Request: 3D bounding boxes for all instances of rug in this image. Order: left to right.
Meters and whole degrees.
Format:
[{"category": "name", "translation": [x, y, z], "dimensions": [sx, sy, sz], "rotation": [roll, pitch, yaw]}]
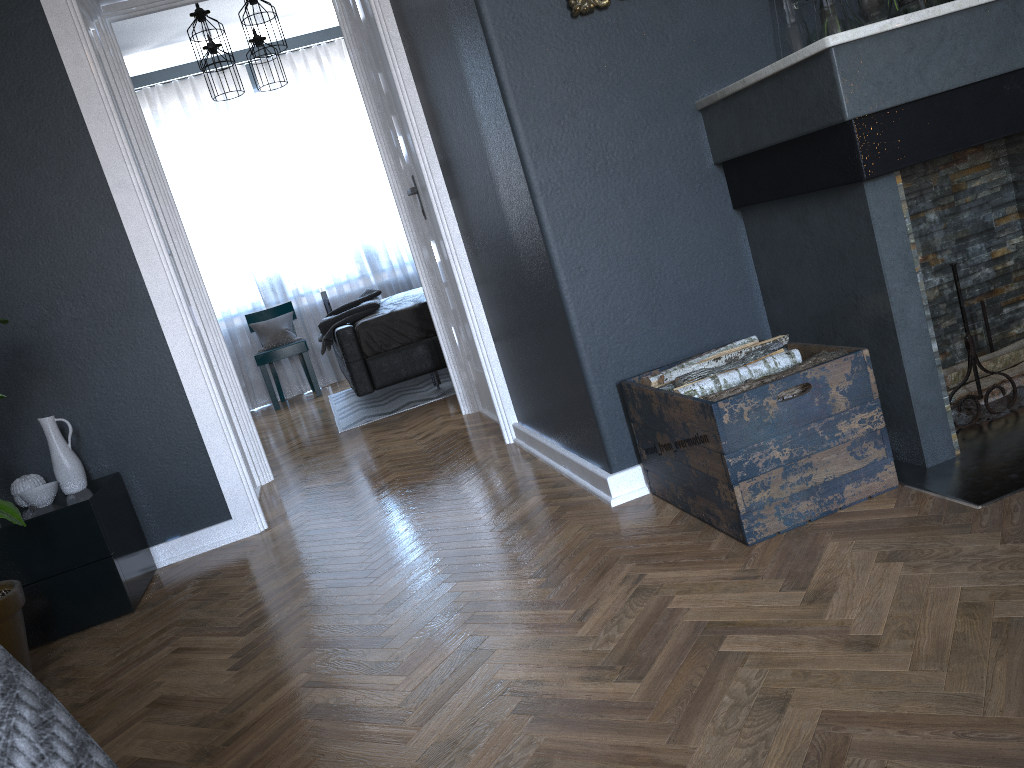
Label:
[{"category": "rug", "translation": [-0.549, -0.039, 6.187], "dimensions": [1.457, 0.013, 2.042], "rotation": [-19, 9, -11]}]

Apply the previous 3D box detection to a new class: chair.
[{"category": "chair", "translation": [-0.220, 0.433, 0.130], "dimensions": [0.643, 0.813, 0.495], "rotation": [-23, 11, -32]}, {"category": "chair", "translation": [-1.904, -0.249, 7.379], "dimensions": [0.435, 0.800, 0.591], "rotation": [-19, 10, -11]}]

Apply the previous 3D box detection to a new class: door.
[{"category": "door", "translation": [-1.446, -0.501, 3.615], "dimensions": [0.161, 2.192, 0.855], "rotation": [-19, 10, -11]}, {"category": "door", "translation": [-0.345, -0.873, 3.838], "dimensions": [0.161, 2.192, 0.855], "rotation": [-19, 10, -11]}]

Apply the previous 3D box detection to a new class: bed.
[{"category": "bed", "translation": [-0.246, -0.752, 6.216], "dimensions": [2.373, 1.165, 2.262], "rotation": [-19, 9, -11]}]

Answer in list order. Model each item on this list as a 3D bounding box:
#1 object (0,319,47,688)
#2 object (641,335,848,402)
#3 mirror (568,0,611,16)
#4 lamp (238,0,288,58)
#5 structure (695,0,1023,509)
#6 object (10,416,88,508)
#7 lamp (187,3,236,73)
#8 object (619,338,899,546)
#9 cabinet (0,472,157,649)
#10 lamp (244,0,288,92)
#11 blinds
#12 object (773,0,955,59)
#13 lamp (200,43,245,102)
[{"category": "object", "translation": [-1.692, -0.005, 2.055], "dimensions": [1.116, 1.904, 0.763], "rotation": [-20, 10, -17]}, {"category": "object", "translation": [0.554, 0.038, 2.154], "dimensions": [0.369, 0.247, 0.532], "rotation": [-19, 9, -11]}, {"category": "mirror", "translation": [0.530, -1.464, 2.281], "dimensions": [1.055, 0.786, 0.067], "rotation": [-19, 10, -11]}, {"category": "lamp", "translation": [-1.556, -2.349, 5.236], "dimensions": [0.210, 0.771, 0.209], "rotation": [-16, 10, 2]}, {"category": "structure", "translation": [1.181, -0.410, 2.172], "dimensions": [1.064, 0.983, 0.832], "rotation": [-19, 10, -11]}, {"category": "object", "translation": [-1.567, 0.262, 2.893], "dimensions": [0.229, 0.268, 0.228], "rotation": [-13, 10, 22]}, {"category": "lamp", "translation": [-1.928, -2.307, 5.451], "dimensions": [0.210, 0.716, 0.209], "rotation": [-16, 10, 2]}, {"category": "object", "translation": [0.572, 0.111, 2.165], "dimensions": [0.383, 0.327, 0.551], "rotation": [-19, 9, -11]}, {"category": "cabinet", "translation": [-1.586, 0.617, 2.893], "dimensions": [0.649, 0.391, 0.455], "rotation": [-19, 10, -11]}, {"category": "lamp", "translation": [-1.792, -2.447, 6.188], "dimensions": [0.210, 0.749, 0.209], "rotation": [-16, 10, 2]}, {"category": "blinds", "translation": [-1.769, -1.405, 7.711], "dimensions": [3.989, 2.796, 0.312], "rotation": [-19, 10, -11]}, {"category": "object", "translation": [1.030, -1.182, 2.217], "dimensions": [0.726, 0.548, 0.473], "rotation": [-18, 10, -8]}, {"category": "lamp", "translation": [-2.001, -2.295, 5.836], "dimensions": [0.210, 0.806, 0.209], "rotation": [-16, 10, 2]}]
